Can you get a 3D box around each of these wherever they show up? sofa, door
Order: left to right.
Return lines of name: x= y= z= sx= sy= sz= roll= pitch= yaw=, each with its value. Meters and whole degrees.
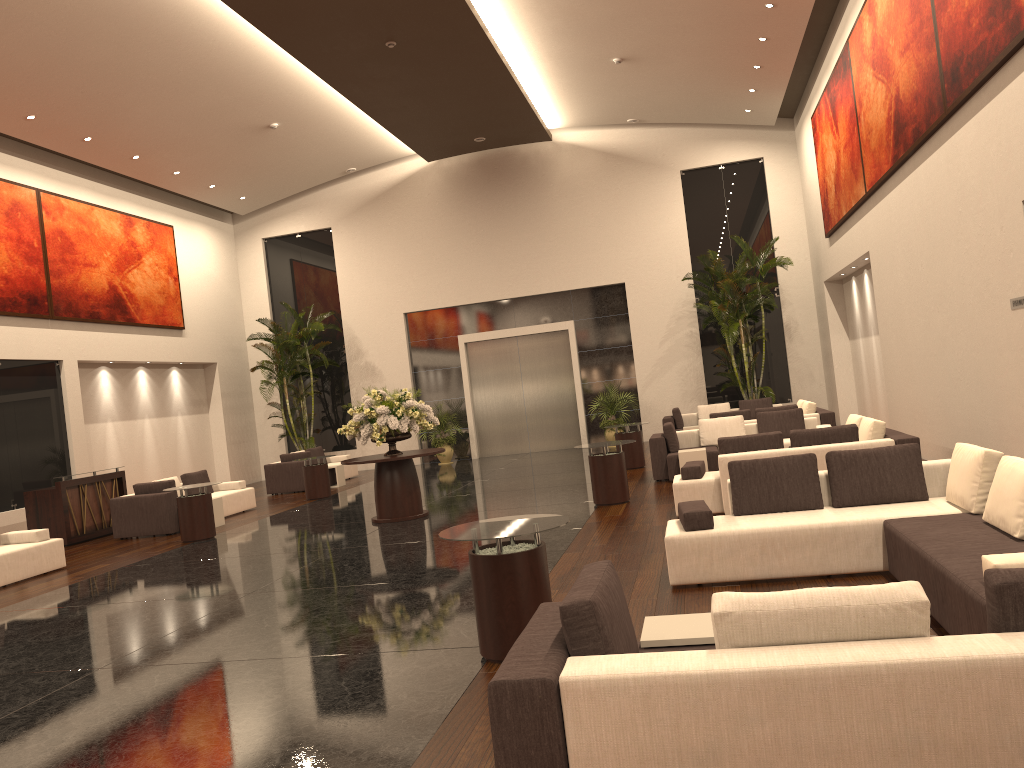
sofa: x=-6.564 y=2.067 z=10.380 sx=1.291 sy=0.862 sz=2.846 roll=-7 pitch=-1 yaw=12
sofa: x=-5.520 y=1.989 z=15.447 sx=1.291 sy=0.862 sz=2.846 roll=-7 pitch=-1 yaw=12
sofa: x=-4.472 y=1.911 z=20.530 sx=1.291 sy=0.862 sz=2.846 roll=-7 pitch=-1 yaw=12
door: x=0.305 y=0.273 z=23.059 sx=2.767 sy=3.048 sz=0.040 roll=-7 pitch=-1 yaw=12
sofa: x=4.720 y=0.825 z=19.230 sx=2.846 sy=0.862 sz=1.291 roll=-7 pitch=-1 yaw=12
sofa: x=3.575 y=0.911 z=13.675 sx=2.846 sy=0.862 sz=1.291 roll=-7 pitch=-1 yaw=12
sofa: x=4.473 y=0.831 z=16.608 sx=2.586 sy=0.862 sz=3.366 roll=-7 pitch=-1 yaw=12
sofa: x=3.329 y=0.916 z=11.052 sx=2.586 sy=0.862 sz=3.366 roll=-7 pitch=-1 yaw=12
sofa: x=2.266 y=0.995 z=5.809 sx=2.586 sy=0.862 sz=3.366 roll=-7 pitch=-1 yaw=12
sofa: x=1.440 y=1.069 z=3.315 sx=2.846 sy=0.862 sz=1.291 roll=-7 pitch=-1 yaw=12

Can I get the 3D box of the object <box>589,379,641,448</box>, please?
object: x=2.430 y=0.704 z=21.738 sx=1.373 sy=1.682 sz=1.297 roll=-6 pitch=-1 yaw=-40

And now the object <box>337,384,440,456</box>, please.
object: x=-1.762 y=0.481 z=12.867 sx=1.453 sy=1.097 sz=1.402 roll=-6 pitch=-1 yaw=-32

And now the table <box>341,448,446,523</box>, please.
table: x=-1.670 y=1.486 z=12.865 sx=1.498 sy=0.921 sz=1.498 roll=-7 pitch=0 yaw=3

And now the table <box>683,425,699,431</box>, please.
table: x=3.848 y=1.127 z=18.743 sx=0.400 sy=0.460 sz=0.400 roll=-7 pitch=-1 yaw=12

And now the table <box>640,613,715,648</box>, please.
table: x=0.834 y=1.351 z=4.116 sx=0.400 sy=0.460 sz=0.400 roll=-7 pitch=-1 yaw=12

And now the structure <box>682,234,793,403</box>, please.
structure: x=5.408 y=-1.129 z=20.579 sx=2.436 sy=4.611 sz=2.531 roll=-7 pitch=-1 yaw=-17

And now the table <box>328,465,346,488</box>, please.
table: x=-3.967 y=2.048 z=19.627 sx=0.400 sy=0.460 sz=0.400 roll=-7 pitch=-1 yaw=12

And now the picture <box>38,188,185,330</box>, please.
picture: x=-8.522 y=-2.530 z=19.206 sx=0.070 sy=2.526 sz=4.515 roll=-7 pitch=-1 yaw=12

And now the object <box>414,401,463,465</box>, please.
object: x=-1.773 y=1.203 z=22.665 sx=1.297 sy=1.682 sz=1.373 roll=-7 pitch=-1 yaw=45

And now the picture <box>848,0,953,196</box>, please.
picture: x=5.022 y=-4.179 z=11.772 sx=0.070 sy=2.526 sz=4.515 roll=-7 pitch=-1 yaw=12

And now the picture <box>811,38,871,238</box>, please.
picture: x=5.935 y=-4.247 z=16.200 sx=0.070 sy=2.526 sz=4.515 roll=-7 pitch=-1 yaw=12

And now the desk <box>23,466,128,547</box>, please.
desk: x=-7.293 y=2.064 z=15.001 sx=0.760 sy=1.114 sz=1.634 roll=-7 pitch=-1 yaw=12

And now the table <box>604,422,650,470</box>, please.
table: x=2.133 y=1.132 z=16.080 sx=0.833 sy=0.795 sz=0.844 roll=-6 pitch=-1 yaw=-27

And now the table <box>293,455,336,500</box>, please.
table: x=-3.815 y=1.839 z=17.317 sx=0.833 sy=0.795 sz=0.844 roll=-6 pitch=-1 yaw=-27

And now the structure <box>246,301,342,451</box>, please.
structure: x=-5.483 y=0.165 z=22.989 sx=2.436 sy=4.611 sz=2.531 roll=-7 pitch=-1 yaw=-17

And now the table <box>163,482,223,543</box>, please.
table: x=-4.660 y=1.900 z=13.078 sx=0.833 sy=0.795 sz=0.844 roll=-6 pitch=-1 yaw=-27

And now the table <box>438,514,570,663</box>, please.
table: x=-0.002 y=1.290 z=5.581 sx=0.844 sy=0.795 sz=0.833 roll=-6 pitch=-1 yaw=-39

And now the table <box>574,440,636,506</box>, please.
table: x=1.288 y=1.194 z=11.841 sx=0.833 sy=0.795 sz=0.844 roll=-6 pitch=-1 yaw=-27

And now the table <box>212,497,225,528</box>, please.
table: x=-5.015 y=2.126 z=14.544 sx=0.400 sy=0.460 sz=0.400 roll=-7 pitch=-1 yaw=12

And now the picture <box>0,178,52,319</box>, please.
picture: x=-9.435 y=-2.463 z=14.778 sx=0.070 sy=2.526 sz=4.515 roll=-7 pitch=-1 yaw=12

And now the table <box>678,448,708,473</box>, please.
table: x=2.704 y=1.212 z=13.187 sx=0.400 sy=0.460 sz=0.400 roll=-7 pitch=-1 yaw=12

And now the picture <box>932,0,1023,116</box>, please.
picture: x=4.110 y=-4.111 z=7.348 sx=0.070 sy=2.526 sz=4.515 roll=-7 pitch=-1 yaw=12
